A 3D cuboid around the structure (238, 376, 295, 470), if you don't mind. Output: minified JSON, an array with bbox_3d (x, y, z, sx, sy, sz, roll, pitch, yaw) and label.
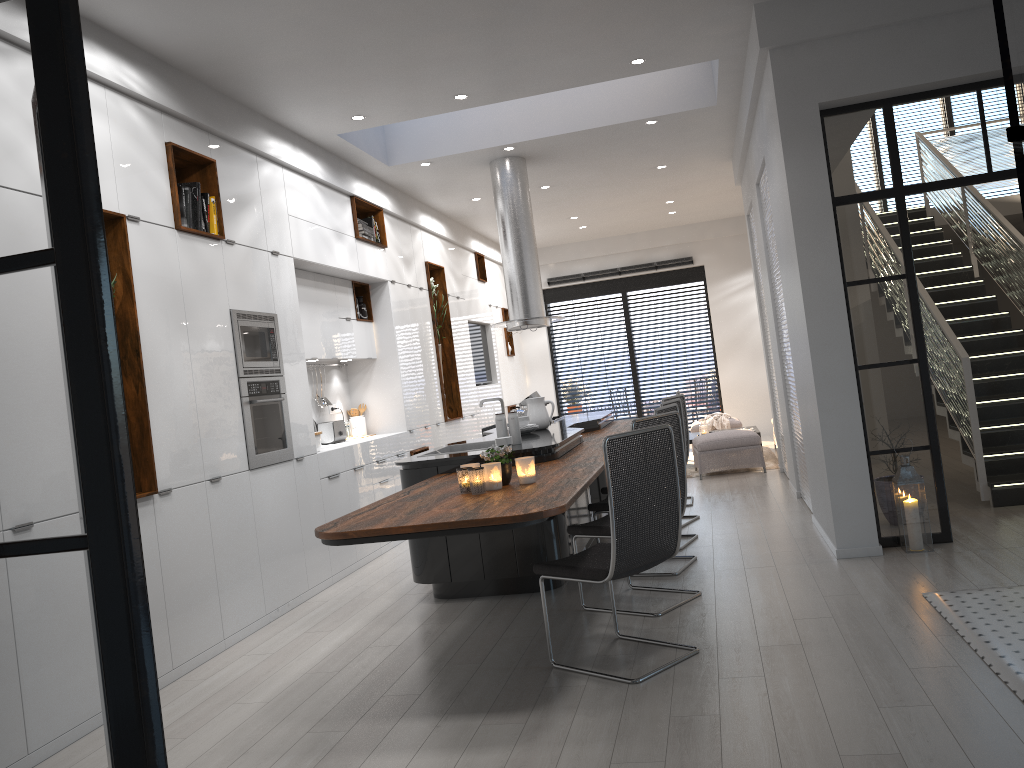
[{"bbox_3d":[-1.787,0.265,5.814,0.495,0.571,0.595,-7,-1,12],"label":"structure"}]

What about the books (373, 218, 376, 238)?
[{"bbox_3d":[-1.381,-1.408,8.299,0.217,0.272,0.030,-7,-1,12],"label":"books"}]

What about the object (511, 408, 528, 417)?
[{"bbox_3d":[0.073,0.293,7.413,0.211,0.174,0.211,-7,-1,19],"label":"object"}]

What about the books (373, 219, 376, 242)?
[{"bbox_3d":[-1.369,-1.402,8.268,0.194,0.273,0.025,-7,-1,12],"label":"books"}]

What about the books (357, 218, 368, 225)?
[{"bbox_3d":[-1.464,-1.438,8.023,0.250,0.047,0.307,-7,0,8],"label":"books"}]

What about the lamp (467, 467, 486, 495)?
[{"bbox_3d":[-0.161,0.450,4.108,0.078,0.120,0.078,-7,-1,-5],"label":"lamp"}]

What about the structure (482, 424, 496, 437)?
[{"bbox_3d":[-0.323,0.812,11.665,0.221,0.516,1.204,-8,0,12],"label":"structure"}]

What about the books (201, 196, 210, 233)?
[{"bbox_3d":[-1.948,-1.009,5.418,0.190,0.254,0.026,-7,-1,12],"label":"books"}]

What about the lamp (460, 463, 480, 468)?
[{"bbox_3d":[-0.196,0.451,4.291,0.095,0.124,0.096,-8,-1,29],"label":"lamp"}]

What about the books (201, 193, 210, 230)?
[{"bbox_3d":[-1.957,-1.035,5.447,0.238,0.288,0.030,-7,-1,12],"label":"books"}]

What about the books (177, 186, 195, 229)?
[{"bbox_3d":[-1.996,-1.021,5.230,0.236,0.278,0.106,-7,-1,12],"label":"books"}]

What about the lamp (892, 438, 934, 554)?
[{"bbox_3d":[2.350,0.649,5.242,0.148,0.665,0.157,-8,-1,12],"label":"lamp"}]

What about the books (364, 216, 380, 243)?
[{"bbox_3d":[-1.368,-1.412,8.327,0.253,0.312,0.030,-7,-1,12],"label":"books"}]

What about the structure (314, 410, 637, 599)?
[{"bbox_3d":[0.152,0.820,6.160,1.376,0.887,5.642,-7,0,12],"label":"structure"}]

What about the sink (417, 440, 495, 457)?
[{"bbox_3d":[-0.293,0.502,6.032,0.484,0.153,0.738,-7,0,12],"label":"sink"}]

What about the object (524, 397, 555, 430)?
[{"bbox_3d":[0.212,0.235,7.035,0.183,0.254,0.211,-6,-1,-43],"label":"object"}]

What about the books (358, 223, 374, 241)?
[{"bbox_3d":[-1.427,-1.349,8.037,0.278,0.137,0.345,-7,0,7],"label":"books"}]

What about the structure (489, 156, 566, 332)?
[{"bbox_3d":[0.059,-1.298,8.317,0.695,1.609,1.043,-8,-1,11],"label":"structure"}]

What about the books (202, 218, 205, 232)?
[{"bbox_3d":[-1.971,-1.024,5.342,0.230,0.296,0.030,-7,-1,12],"label":"books"}]

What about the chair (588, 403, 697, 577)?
[{"bbox_3d":[0.805,0.670,5.681,0.536,1.019,0.471,-8,-1,27],"label":"chair"}]

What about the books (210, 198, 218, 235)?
[{"bbox_3d":[-1.913,-1.014,5.471,0.184,0.245,0.033,-7,-1,12],"label":"books"}]

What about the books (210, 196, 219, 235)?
[{"bbox_3d":[-1.922,-1.023,5.501,0.211,0.264,0.024,-7,-1,12],"label":"books"}]

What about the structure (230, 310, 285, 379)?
[{"bbox_3d":[-1.868,-0.229,5.830,0.458,0.430,0.595,-7,0,12],"label":"structure"}]

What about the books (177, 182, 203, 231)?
[{"bbox_3d":[-1.976,-1.046,5.304,0.268,0.321,0.047,-7,-1,12],"label":"books"}]

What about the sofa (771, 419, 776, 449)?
[{"bbox_3d":[3.564,0.405,10.397,0.898,0.826,2.094,-7,0,13],"label":"sofa"}]

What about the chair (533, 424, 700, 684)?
[{"bbox_3d":[0.429,0.721,3.965,0.471,1.019,0.535,-6,-1,-43],"label":"chair"}]

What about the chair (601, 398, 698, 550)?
[{"bbox_3d":[0.959,0.649,6.383,0.536,1.019,0.471,-8,-1,27],"label":"chair"}]

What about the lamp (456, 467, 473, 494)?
[{"bbox_3d":[-0.217,0.457,4.187,0.078,0.120,0.078,-7,-1,-5],"label":"lamp"}]

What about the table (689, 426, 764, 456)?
[{"bbox_3d":[2.517,0.778,10.837,0.999,0.350,1.000,-7,0,12],"label":"table"}]

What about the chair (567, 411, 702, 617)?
[{"bbox_3d":[0.639,0.693,4.879,0.535,1.019,0.471,-8,-1,42],"label":"chair"}]

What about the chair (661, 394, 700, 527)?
[{"bbox_3d":[1.129,0.626,7.179,0.536,1.019,0.471,-8,-1,32],"label":"chair"}]

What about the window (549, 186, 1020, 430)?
[{"bbox_3d":[4.781,-1.991,13.875,8.560,5.064,0.462,-7,-1,11],"label":"window"}]

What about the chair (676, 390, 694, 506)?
[{"bbox_3d":[1.323,0.599,8.122,0.536,1.019,0.471,-8,-1,12],"label":"chair"}]

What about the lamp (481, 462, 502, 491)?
[{"bbox_3d":[-0.093,0.438,4.195,0.095,0.124,0.095,-7,-1,5],"label":"lamp"}]

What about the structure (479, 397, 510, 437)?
[{"bbox_3d":[-0.125,0.252,5.967,0.177,0.310,0.089,-8,-1,12],"label":"structure"}]

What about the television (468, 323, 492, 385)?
[{"bbox_3d":[-0.468,-0.391,11.691,0.050,0.805,1.188,-8,0,12],"label":"television"}]

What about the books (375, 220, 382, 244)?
[{"bbox_3d":[-1.347,-1.410,8.403,0.210,0.267,0.026,-7,-1,12],"label":"books"}]

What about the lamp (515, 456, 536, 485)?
[{"bbox_3d":[0.068,0.417,4.278,0.096,0.124,0.095,-6,-1,-45],"label":"lamp"}]

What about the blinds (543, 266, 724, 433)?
[{"bbox_3d":[1.940,-0.348,14.149,2.583,2.722,0.358,-7,-1,12],"label":"blinds"}]

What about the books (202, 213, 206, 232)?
[{"bbox_3d":[-1.983,-1.022,5.397,0.230,0.296,0.030,-7,-1,12],"label":"books"}]

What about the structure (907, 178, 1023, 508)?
[{"bbox_3d":[4.630,-1.126,7.845,2.392,3.603,5.803,-7,0,12],"label":"structure"}]

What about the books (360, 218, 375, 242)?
[{"bbox_3d":[-1.372,-1.402,8.243,0.197,0.269,0.026,-7,-1,12],"label":"books"}]

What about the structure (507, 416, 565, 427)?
[{"bbox_3d":[0.183,0.352,8.278,0.501,0.026,0.812,-7,0,12],"label":"structure"}]
